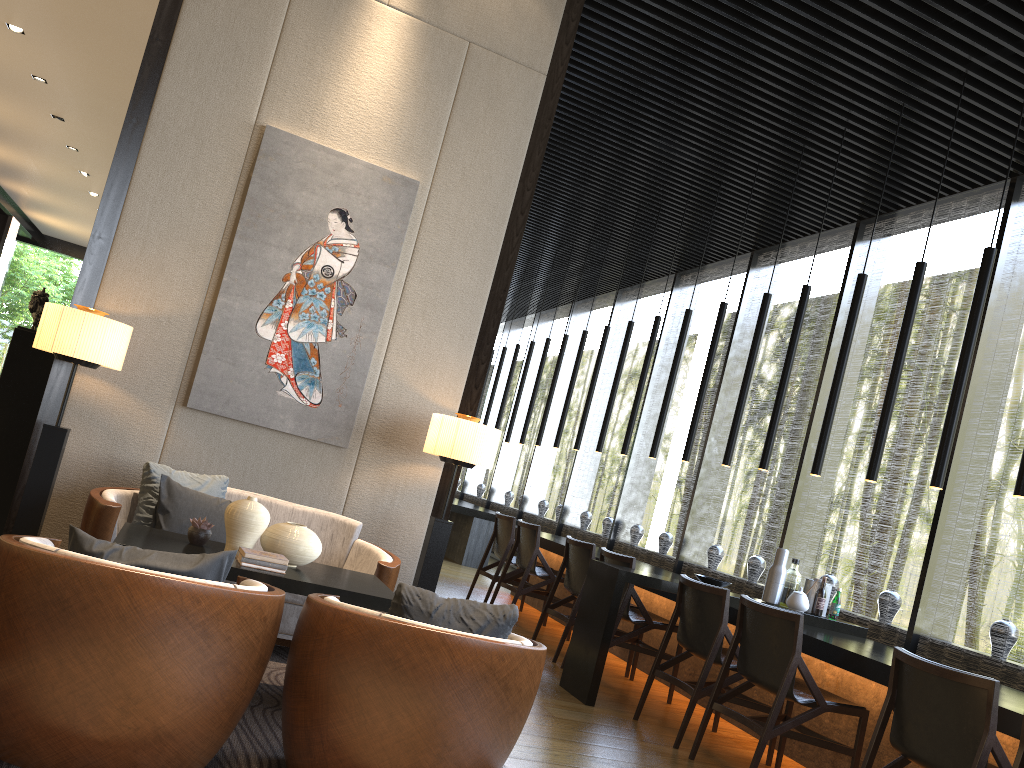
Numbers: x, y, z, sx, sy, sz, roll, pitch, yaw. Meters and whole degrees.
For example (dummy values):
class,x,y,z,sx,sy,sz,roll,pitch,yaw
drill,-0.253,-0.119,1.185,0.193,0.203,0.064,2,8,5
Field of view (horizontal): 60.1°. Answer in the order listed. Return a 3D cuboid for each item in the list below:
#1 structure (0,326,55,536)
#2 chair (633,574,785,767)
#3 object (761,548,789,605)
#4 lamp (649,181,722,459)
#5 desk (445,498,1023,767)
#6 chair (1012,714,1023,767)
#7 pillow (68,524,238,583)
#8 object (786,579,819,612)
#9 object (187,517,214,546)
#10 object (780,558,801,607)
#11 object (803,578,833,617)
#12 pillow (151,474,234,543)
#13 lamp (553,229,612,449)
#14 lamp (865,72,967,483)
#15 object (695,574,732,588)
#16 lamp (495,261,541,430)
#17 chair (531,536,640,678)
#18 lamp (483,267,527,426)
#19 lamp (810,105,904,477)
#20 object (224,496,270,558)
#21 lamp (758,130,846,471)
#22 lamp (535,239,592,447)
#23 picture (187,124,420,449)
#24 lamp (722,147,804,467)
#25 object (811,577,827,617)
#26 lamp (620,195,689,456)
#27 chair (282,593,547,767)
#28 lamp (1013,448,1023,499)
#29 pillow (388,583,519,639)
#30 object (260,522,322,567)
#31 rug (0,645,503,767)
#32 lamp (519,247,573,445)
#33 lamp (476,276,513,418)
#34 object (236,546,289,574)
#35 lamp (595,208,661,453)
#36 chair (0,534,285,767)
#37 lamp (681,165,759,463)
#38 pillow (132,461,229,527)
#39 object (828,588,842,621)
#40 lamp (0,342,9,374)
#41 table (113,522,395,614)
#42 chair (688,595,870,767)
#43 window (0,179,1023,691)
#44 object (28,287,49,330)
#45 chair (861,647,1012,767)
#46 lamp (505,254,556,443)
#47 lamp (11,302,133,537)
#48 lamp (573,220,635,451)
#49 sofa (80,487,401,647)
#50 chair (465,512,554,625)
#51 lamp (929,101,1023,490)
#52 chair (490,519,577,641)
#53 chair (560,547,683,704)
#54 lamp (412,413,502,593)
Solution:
class,x,y,z,sx,sy,sz,roll,pitch,yaw
structure,-2.678,0.312,4.740,0.241,1.213,0.240,16,-4,-19
chair,1.088,1.492,4.709,0.566,0.824,0.525,16,-5,-19
object,1.638,1.187,5.476,0.113,0.343,0.113,16,-4,-24
lamp,1.449,-0.558,7.299,0.060,2.412,0.060,16,-4,-24
desk,-0.408,1.773,9.949,1.789,0.756,28.718,17,-7,-18
chair,1.814,1.433,2.672,0.566,0.824,0.525,16,-5,-19
pillow,-0.992,0.560,2.365,0.443,0.337,0.205,16,-5,-12
object,1.755,1.272,5.389,0.137,0.217,0.135,17,-5,-32
object,-1.213,0.569,3.445,0.091,0.111,0.092,11,-6,33
object,1.754,1.249,5.565,0.130,0.304,0.128,17,-5,-33
object,1.912,1.334,5.569,0.170,0.218,0.168,17,-5,-24
pillow,-1.437,0.642,4.097,0.474,0.360,0.219,17,-5,-22
lamp,0.757,-0.502,9.239,0.060,2.412,0.060,16,-4,-24
lamp,2.283,-0.626,4.958,0.060,2.412,0.060,16,-4,-24
object,1.197,1.198,5.301,0.228,0.067,0.227,16,-7,-16
lamp,0.071,-0.446,11.164,0.060,2.412,0.060,16,-4,-24
chair,0.554,1.535,6.204,0.566,0.824,0.525,16,-5,-19
lamp,-0.102,-0.432,11.648,0.060,2.412,0.060,16,-4,-24
lamp,2.127,-0.613,5.396,0.060,2.412,0.060,16,-4,-24
object,-1.031,0.549,3.414,0.170,0.235,0.172,13,-5,16
lamp,1.952,-0.599,5.888,0.060,2.412,0.060,16,-4,-24
lamp,0.585,-0.488,9.723,0.060,2.412,0.060,16,-4,-24
picture,-1.072,-0.493,4.642,0.839,1.496,0.037,16,-4,-19
lamp,1.807,-0.587,6.295,0.060,2.412,0.060,16,-4,-24
object,1.898,1.306,5.445,0.067,0.236,0.067,16,-4,-25
lamp,1.276,-0.544,7.783,0.060,2.412,0.060,16,-4,-24
chair,-0.305,1.005,2.750,0.808,0.602,0.605,17,-5,-19
lamp,2.600,-0.652,4.072,0.060,2.412,0.060,16,-4,-24
pillow,-0.212,0.793,2.652,0.401,0.361,0.222,16,-5,-19
object,-0.881,0.641,3.530,0.246,0.167,0.245,16,-6,-16
rug,-1.059,1.199,3.427,1.968,0.008,2.240,17,-7,-19
lamp,0.412,-0.474,10.206,0.060,2.412,0.060,16,-4,-24
lamp,-0.274,-0.418,12.131,0.059,2.412,0.060,12,-4,36
object,-0.930,0.657,3.305,0.175,0.051,0.137,17,-7,-23
lamp,1.104,-0.530,8.266,0.060,2.412,0.060,16,-4,-24
chair,-1.082,0.769,2.466,0.808,0.602,0.605,17,-5,-19
lamp,1.622,-0.572,6.813,0.060,2.412,0.060,16,-4,-24
pillow,-1.575,0.599,4.211,0.437,0.398,0.200,19,-6,-41
object,1.991,1.351,5.438,0.056,0.196,0.056,16,-4,-17
lamp,-11.717,-0.609,20.128,0.339,0.726,0.335,17,-5,-31
table,-1.042,0.937,3.428,1.047,0.515,0.575,17,-6,-19
chair,1.281,1.476,4.167,0.566,0.824,0.525,16,-5,-19
window,-4.030,-1.066,9.120,12.114,4.211,31.868,17,-7,-19
object,-2.514,-0.392,4.781,0.177,0.245,0.115,16,-4,-19
chair,1.621,1.449,3.213,0.566,0.824,0.525,16,-5,-19
lamp,0.242,-0.460,10.684,0.060,2.412,0.060,16,-4,-24
lamp,-2.088,0.309,4.003,0.373,1.343,0.378,12,-4,32
lamp,0.933,-0.516,8.744,0.060,2.412,0.060,16,-4,-24
sofa,-1.290,0.881,4.216,1.456,0.691,0.602,17,-5,-19
chair,0.021,1.579,7.700,0.566,0.824,0.525,16,-5,-19
lamp,2.437,-0.638,4.528,0.060,2.412,0.060,16,-4,-24
chair,0.214,1.563,7.158,0.566,0.824,0.525,16,-5,-19
chair,0.747,1.520,5.663,0.566,0.824,0.525,16,-5,-19
lamp,-0.396,0.822,4.621,0.374,1.346,0.377,14,-4,11
